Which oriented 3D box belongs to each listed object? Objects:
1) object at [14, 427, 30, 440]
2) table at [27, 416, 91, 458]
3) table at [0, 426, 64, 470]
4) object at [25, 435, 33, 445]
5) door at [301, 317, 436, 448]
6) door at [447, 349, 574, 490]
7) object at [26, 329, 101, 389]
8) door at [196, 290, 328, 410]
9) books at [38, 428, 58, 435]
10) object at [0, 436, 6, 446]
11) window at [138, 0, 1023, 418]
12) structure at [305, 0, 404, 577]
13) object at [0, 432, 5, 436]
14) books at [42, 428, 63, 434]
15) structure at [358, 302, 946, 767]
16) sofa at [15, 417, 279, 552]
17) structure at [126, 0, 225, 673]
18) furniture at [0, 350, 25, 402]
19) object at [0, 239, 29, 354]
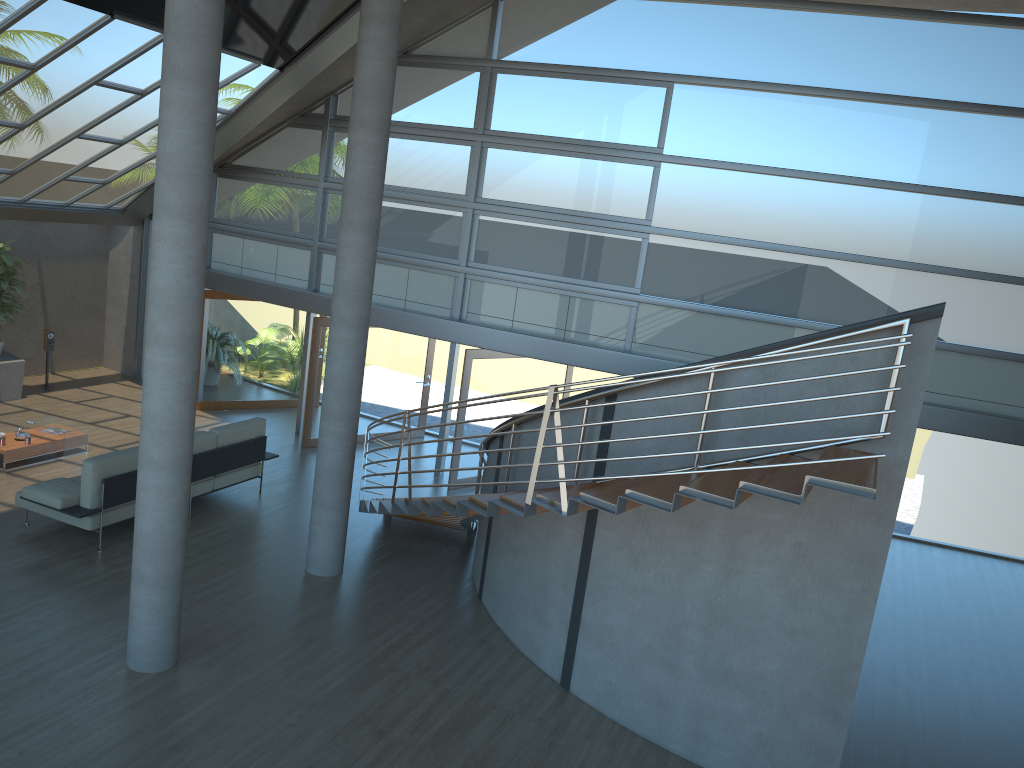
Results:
[{"bbox_3d":[-6.102,0.612,11.045,0.178,0.161,0.178,2,12,-27],"label":"object"},{"bbox_3d":[-5.929,0.686,11.592,0.680,0.342,0.400,12,12,21],"label":"table"},{"bbox_3d":[-6.093,0.787,11.237,0.600,0.250,1.200,12,12,21],"label":"table"},{"bbox_3d":[-5.946,0.689,10.918,0.085,0.101,0.070,-1,14,-40],"label":"object"},{"bbox_3d":[-2.168,-0.042,13.790,2.298,1.977,0.200,-3,15,-44],"label":"door"},{"bbox_3d":[0.046,0.447,12.847,0.200,1.977,2.298,18,14,42],"label":"door"},{"bbox_3d":[-10.028,-0.426,12.872,7.863,0.982,21.345,13,12,24],"label":"object"},{"bbox_3d":[-4.223,-0.548,14.931,2.298,1.977,0.200,-1,14,-39],"label":"door"},{"bbox_3d":[-5.982,0.616,11.524,0.275,0.005,0.189,8,11,2],"label":"books"},{"bbox_3d":[-6.180,0.689,10.746,0.085,0.101,0.070,12,11,20],"label":"object"},{"bbox_3d":[1.132,-1.655,12.150,16.616,6.630,1.098,12,11,20],"label":"window"},{"bbox_3d":[-1.448,-1.566,8.458,0.381,7.125,0.382,3,12,-24],"label":"structure"},{"bbox_3d":[-6.342,0.626,11.000,0.102,0.086,0.100,13,12,25],"label":"object"},{"bbox_3d":[-5.946,0.610,11.563,0.275,0.005,0.189,9,11,5],"label":"books"},{"bbox_3d":[0.172,0.607,7.653,2.349,3.653,6.809,2,12,-30],"label":"structure"},{"bbox_3d":[-4.060,0.954,10.087,1.166,0.947,3.079,12,12,21],"label":"sofa"},{"bbox_3d":[-2.355,-1.286,6.335,0.381,7.125,0.382,12,12,21],"label":"structure"},{"bbox_3d":[-8.330,-0.006,12.825,1.577,0.610,2.936,12,12,21],"label":"furniture"},{"bbox_3d":[-7.877,-1.346,13.515,0.932,1.857,0.895,4,11,-19],"label":"object"}]
